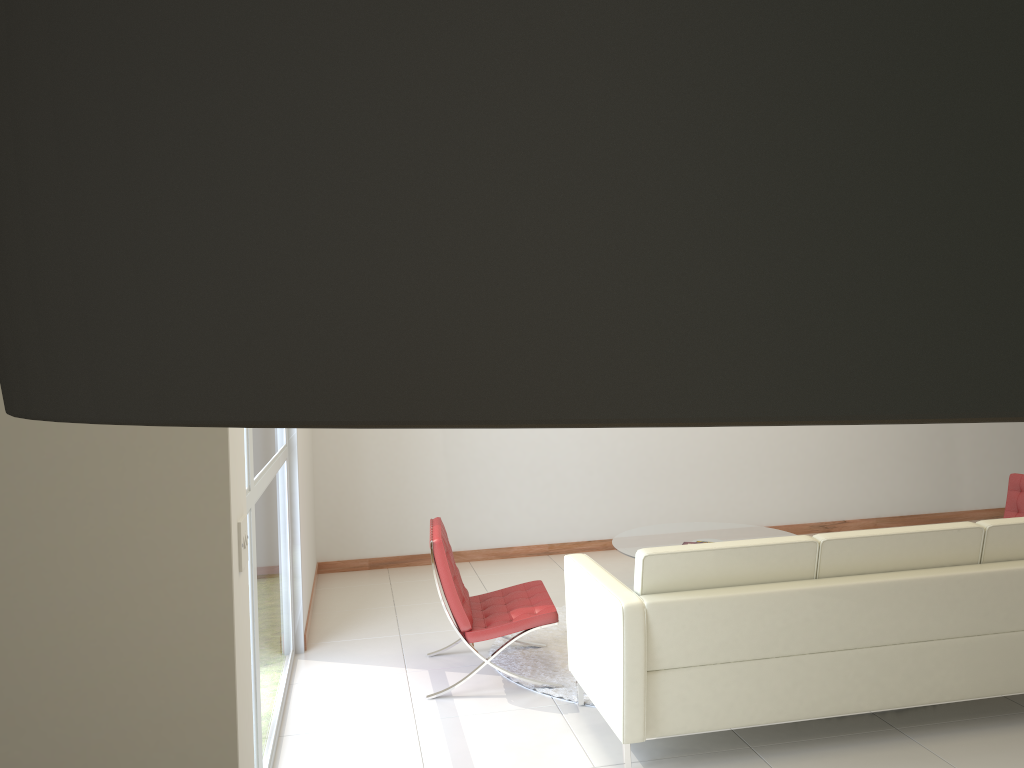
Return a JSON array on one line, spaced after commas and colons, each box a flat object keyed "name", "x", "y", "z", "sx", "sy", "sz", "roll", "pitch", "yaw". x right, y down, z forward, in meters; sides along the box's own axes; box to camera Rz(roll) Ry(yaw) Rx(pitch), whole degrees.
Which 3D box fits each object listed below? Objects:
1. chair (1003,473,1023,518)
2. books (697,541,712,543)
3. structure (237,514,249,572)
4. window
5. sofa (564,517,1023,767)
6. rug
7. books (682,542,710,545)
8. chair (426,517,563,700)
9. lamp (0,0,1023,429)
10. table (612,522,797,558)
[{"name": "chair", "x": 3.274, "y": 1.032, "z": 5.641, "sx": 0.707, "sy": 0.818, "sz": 0.699, "roll": -2, "pitch": -1, "yaw": -15}, {"name": "books", "x": 1.357, "y": 1.093, "z": 5.901, "sx": 0.323, "sy": 0.027, "sz": 0.256, "roll": -2, "pitch": 2, "yaw": 29}, {"name": "structure", "x": -0.584, "y": 0.344, "z": 1.929, "sx": 0.013, "sy": 0.105, "sz": 0.114, "roll": -2, "pitch": 0, "yaw": -10}, {"name": "window", "x": -1.080, "y": 0.312, "z": 3.777, "sx": 0.121, "sy": 2.718, "sz": 3.429, "roll": -2, "pitch": 0, "yaw": -10}, {"name": "sofa", "x": 1.616, "y": 1.078, "z": 4.198, "sx": 2.565, "sy": 0.924, "sz": 0.999, "roll": -3, "pitch": 0, "yaw": -10}, {"name": "rug", "x": 1.519, "y": 1.517, "z": 5.356, "sx": 3.328, "sy": 0.005, "sz": 2.441, "roll": -3, "pitch": 1, "yaw": -9}, {"name": "books", "x": 1.270, "y": 1.073, "z": 5.785, "sx": 0.323, "sy": 0.027, "sz": 0.256, "roll": -2, "pitch": 1, "yaw": 19}, {"name": "chair", "x": -0.135, "y": 1.191, "z": 4.936, "sx": 0.706, "sy": 0.818, "sz": 0.699, "roll": -2, "pitch": -1, "yaw": -5}, {"name": "lamp", "x": 0.097, "y": -0.754, "z": 0.386, "sx": 0.594, "sy": 1.496, "sz": 0.593, "roll": -2, "pitch": -2, "yaw": -8}, {"name": "table", "x": 1.378, "y": 1.302, "z": 6.151, "sx": 1.321, "sy": 0.405, "sz": 1.536, "roll": -3, "pitch": 1, "yaw": -11}]
